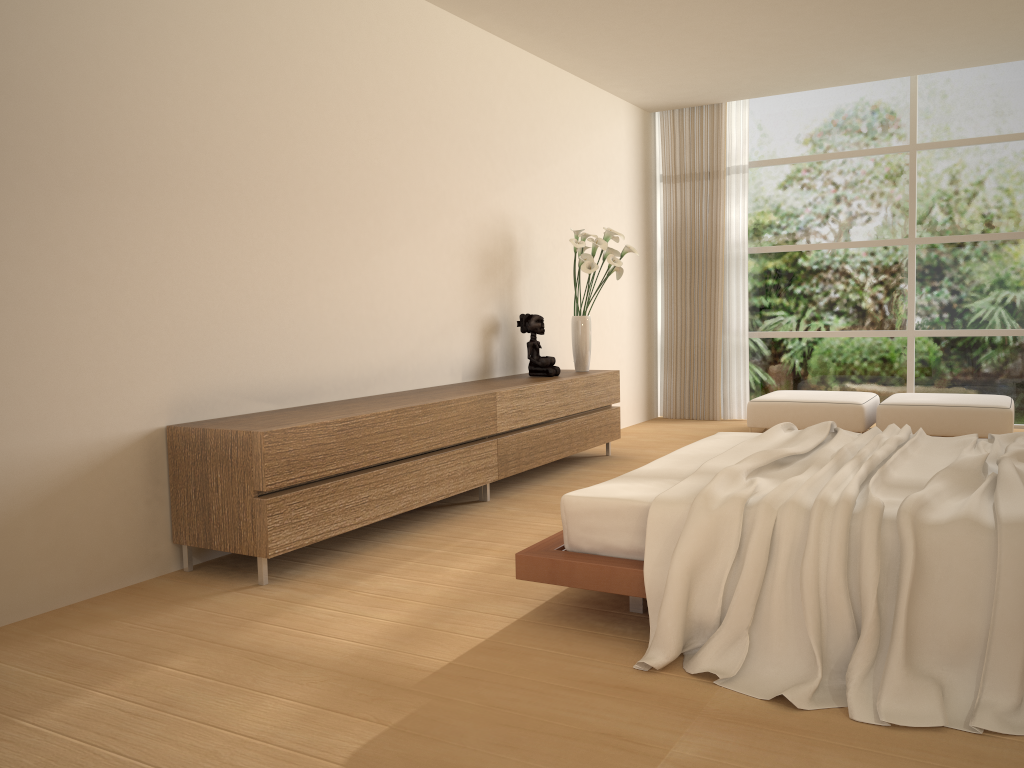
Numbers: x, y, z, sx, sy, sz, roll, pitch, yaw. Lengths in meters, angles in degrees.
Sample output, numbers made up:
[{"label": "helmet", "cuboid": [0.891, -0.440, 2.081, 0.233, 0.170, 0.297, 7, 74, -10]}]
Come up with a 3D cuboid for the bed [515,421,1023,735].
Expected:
[{"label": "bed", "cuboid": [1.613, 0.524, 3.447, 2.535, 0.570, 2.599, 1, 5, 30]}]

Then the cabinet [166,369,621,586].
[{"label": "cabinet", "cuboid": [-0.341, 0.369, 5.400, 0.588, 0.662, 3.713, 1, 5, 30]}]

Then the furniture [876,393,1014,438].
[{"label": "furniture", "cuboid": [3.544, 0.283, 7.239, 0.965, 0.346, 0.964, 1, 5, 30]}]

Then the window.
[{"label": "window", "cuboid": [3.671, -1.308, 8.137, 4.781, 3.371, 0.071, 1, 5, 30]}]

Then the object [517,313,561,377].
[{"label": "object", "cuboid": [0.198, -0.281, 6.363, 0.282, 0.453, 0.181, 1, 5, 30]}]

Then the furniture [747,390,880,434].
[{"label": "furniture", "cuboid": [2.647, 0.264, 7.755, 0.965, 0.346, 0.964, 1, 5, 30]}]

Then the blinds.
[{"label": "blinds", "cuboid": [1.893, -1.313, 8.865, 0.950, 3.352, 0.211, 1, 5, 29]}]

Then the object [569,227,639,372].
[{"label": "object", "cuboid": [0.648, -0.634, 6.643, 0.515, 1.085, 0.608, -2, 5, -12]}]
